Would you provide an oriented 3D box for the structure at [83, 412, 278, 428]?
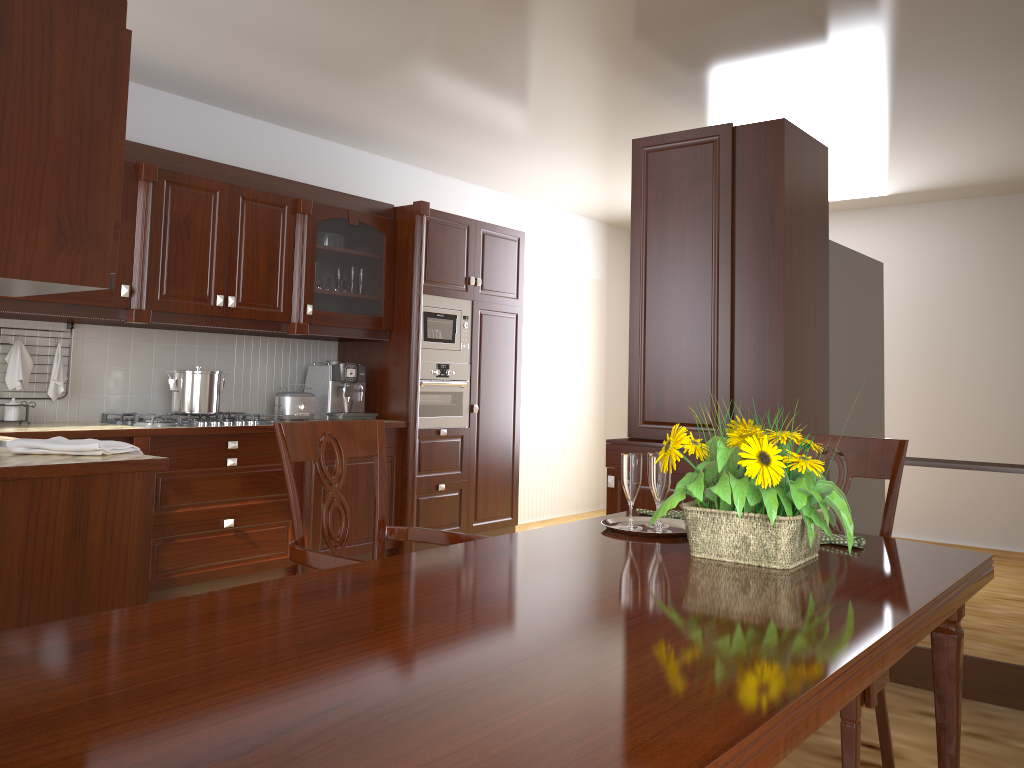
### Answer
[{"bbox_3d":[-1.474,0.164,4.158,0.590,0.046,0.813,2,0,38],"label":"structure"}]

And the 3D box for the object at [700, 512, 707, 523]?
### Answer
[{"bbox_3d":[0.454,0.271,1.846,0.146,0.047,0.046,2,-2,-39],"label":"object"}]

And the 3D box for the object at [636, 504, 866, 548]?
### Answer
[{"bbox_3d":[0.471,0.268,1.803,0.166,0.057,0.527,2,0,-39],"label":"object"}]

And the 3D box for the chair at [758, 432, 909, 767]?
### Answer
[{"bbox_3d":[0.589,0.487,1.822,0.404,0.750,0.457,-1,-4,38],"label":"chair"}]

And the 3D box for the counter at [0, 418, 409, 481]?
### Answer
[{"bbox_3d":[-1.172,0.208,3.555,1.823,0.032,2.774,2,0,38],"label":"counter"}]

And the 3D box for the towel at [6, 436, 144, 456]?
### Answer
[{"bbox_3d":[-1.233,0.199,2.523,0.330,0.098,0.342,1,0,1],"label":"towel"}]

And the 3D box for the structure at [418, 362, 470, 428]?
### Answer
[{"bbox_3d":[-0.402,0.065,5.119,0.041,0.377,0.493,-2,-3,38],"label":"structure"}]

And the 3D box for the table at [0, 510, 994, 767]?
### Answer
[{"bbox_3d":[0.086,0.565,1.170,0.734,0.561,1.672,0,-1,38],"label":"table"}]

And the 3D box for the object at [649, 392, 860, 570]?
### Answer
[{"bbox_3d":[0.421,0.158,1.501,0.318,0.339,0.297,0,-3,30],"label":"object"}]

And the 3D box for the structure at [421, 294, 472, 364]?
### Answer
[{"bbox_3d":[-0.517,-0.320,5.245,0.316,0.388,0.493,-1,-3,38],"label":"structure"}]

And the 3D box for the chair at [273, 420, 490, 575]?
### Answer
[{"bbox_3d":[-0.271,0.464,1.925,0.459,0.750,0.403,-1,-4,35],"label":"chair"}]

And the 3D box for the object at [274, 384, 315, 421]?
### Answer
[{"bbox_3d":[-1.134,0.097,4.637,0.140,0.189,0.242,-1,-3,39],"label":"object"}]

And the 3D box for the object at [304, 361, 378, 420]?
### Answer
[{"bbox_3d":[-0.939,0.035,4.874,0.323,0.323,0.273,0,-3,38],"label":"object"}]

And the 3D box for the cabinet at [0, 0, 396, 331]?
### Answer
[{"bbox_3d":[-0.991,-0.639,3.498,1.368,0.783,2.772,1,-1,38],"label":"cabinet"}]
